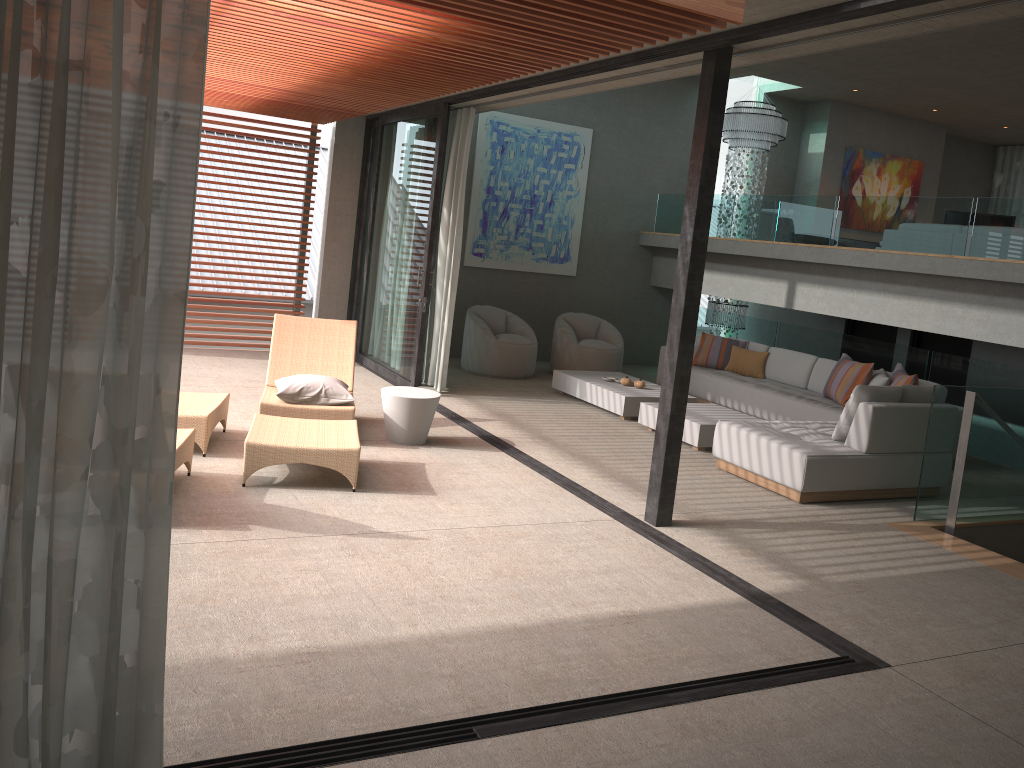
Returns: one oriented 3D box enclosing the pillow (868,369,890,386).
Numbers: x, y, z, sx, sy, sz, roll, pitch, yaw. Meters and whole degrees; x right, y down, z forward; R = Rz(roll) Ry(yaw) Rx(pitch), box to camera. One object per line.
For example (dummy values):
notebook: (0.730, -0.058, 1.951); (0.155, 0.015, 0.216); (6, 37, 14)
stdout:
pillow: (3.517, 0.063, 8.592); (0.239, 0.402, 0.598); (8, 8, 15)

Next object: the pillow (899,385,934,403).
pillow: (3.192, 0.235, 7.085); (0.491, 0.494, 0.240); (3, 7, -27)

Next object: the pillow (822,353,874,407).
pillow: (3.351, -0.027, 8.863); (0.311, 0.490, 0.744); (6, 8, -4)

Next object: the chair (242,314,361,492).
chair: (-1.497, 0.040, 6.531); (0.699, 0.820, 2.320); (5, 9, -13)

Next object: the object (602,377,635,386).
object: (1.179, -0.025, 9.503); (0.439, 0.039, 0.155); (10, 10, 18)

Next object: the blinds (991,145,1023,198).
blinds: (9.497, -2.598, 14.487); (0.222, 2.707, 3.891); (4, 8, -28)

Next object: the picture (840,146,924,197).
picture: (5.927, -3.063, 14.197); (1.747, 1.241, 0.030); (2, 6, -27)

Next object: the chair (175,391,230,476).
chair: (-2.302, 0.125, 5.471); (0.699, 0.820, 2.319); (5, 9, -9)

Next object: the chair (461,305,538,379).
chair: (-0.139, -0.528, 10.876); (0.920, 0.782, 0.930); (3, 8, -23)

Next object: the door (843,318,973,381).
door: (2.401, 0.537, 4.081); (5.816, 4.440, 15.355); (12, 10, 34)

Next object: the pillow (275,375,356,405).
pillow: (-1.538, 0.036, 6.871); (0.594, 0.193, 0.600); (4, 9, -16)

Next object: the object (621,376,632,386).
object: (1.212, -0.034, 9.370); (0.119, 0.105, 0.121); (3, 8, -23)

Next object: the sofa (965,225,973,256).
sofa: (5.805, -1.369, 10.276); (0.972, 0.857, 3.284); (3, 10, -27)

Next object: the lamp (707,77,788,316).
lamp: (3.408, -2.595, 13.160); (1.008, 3.911, 0.999); (11, 7, 42)

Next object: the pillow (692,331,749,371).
pillow: (2.478, -0.371, 10.522); (0.657, 0.439, 0.342); (9, 7, 16)

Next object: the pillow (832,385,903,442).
pillow: (2.762, 0.234, 6.868); (0.491, 0.480, 0.268); (3, 7, -27)

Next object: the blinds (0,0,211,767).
blinds: (-1.186, -0.270, 2.081); (0.883, 2.913, 0.231); (3, 6, -31)

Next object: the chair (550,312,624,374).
chair: (0.977, -0.480, 11.346); (0.921, 0.782, 0.929); (6, 7, -4)

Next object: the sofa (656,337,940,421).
sofa: (3.006, 0.060, 9.475); (1.047, 0.747, 3.499); (2, 10, -27)

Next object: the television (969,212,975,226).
television: (7.068, -2.299, 13.415); (0.964, 0.579, 0.190); (9, 6, 19)

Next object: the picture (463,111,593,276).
picture: (0.240, -2.546, 11.950); (1.716, 2.035, 0.030); (3, 6, -27)

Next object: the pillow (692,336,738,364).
pillow: (2.440, -0.365, 10.719); (0.619, 0.417, 0.313); (8, 7, 9)

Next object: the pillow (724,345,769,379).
pillow: (2.737, -0.254, 10.275); (0.466, 0.322, 0.226); (10, 7, 25)

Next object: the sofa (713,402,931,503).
sofa: (2.572, 0.420, 7.076); (1.593, 0.727, 1.024); (2, 9, -27)

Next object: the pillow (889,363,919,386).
pillow: (3.643, 0.084, 8.320); (0.280, 0.500, 0.701); (8, 8, 15)

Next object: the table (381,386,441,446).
table: (-0.820, 0.257, 7.006); (0.479, 0.390, 0.475); (14, 10, 44)

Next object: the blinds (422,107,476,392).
blinds: (-1.055, -1.585, 10.056); (0.222, 2.902, 2.451); (4, 7, -28)

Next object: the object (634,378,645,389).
object: (1.344, -0.006, 9.292); (0.119, 0.105, 0.120); (7, 7, 7)
